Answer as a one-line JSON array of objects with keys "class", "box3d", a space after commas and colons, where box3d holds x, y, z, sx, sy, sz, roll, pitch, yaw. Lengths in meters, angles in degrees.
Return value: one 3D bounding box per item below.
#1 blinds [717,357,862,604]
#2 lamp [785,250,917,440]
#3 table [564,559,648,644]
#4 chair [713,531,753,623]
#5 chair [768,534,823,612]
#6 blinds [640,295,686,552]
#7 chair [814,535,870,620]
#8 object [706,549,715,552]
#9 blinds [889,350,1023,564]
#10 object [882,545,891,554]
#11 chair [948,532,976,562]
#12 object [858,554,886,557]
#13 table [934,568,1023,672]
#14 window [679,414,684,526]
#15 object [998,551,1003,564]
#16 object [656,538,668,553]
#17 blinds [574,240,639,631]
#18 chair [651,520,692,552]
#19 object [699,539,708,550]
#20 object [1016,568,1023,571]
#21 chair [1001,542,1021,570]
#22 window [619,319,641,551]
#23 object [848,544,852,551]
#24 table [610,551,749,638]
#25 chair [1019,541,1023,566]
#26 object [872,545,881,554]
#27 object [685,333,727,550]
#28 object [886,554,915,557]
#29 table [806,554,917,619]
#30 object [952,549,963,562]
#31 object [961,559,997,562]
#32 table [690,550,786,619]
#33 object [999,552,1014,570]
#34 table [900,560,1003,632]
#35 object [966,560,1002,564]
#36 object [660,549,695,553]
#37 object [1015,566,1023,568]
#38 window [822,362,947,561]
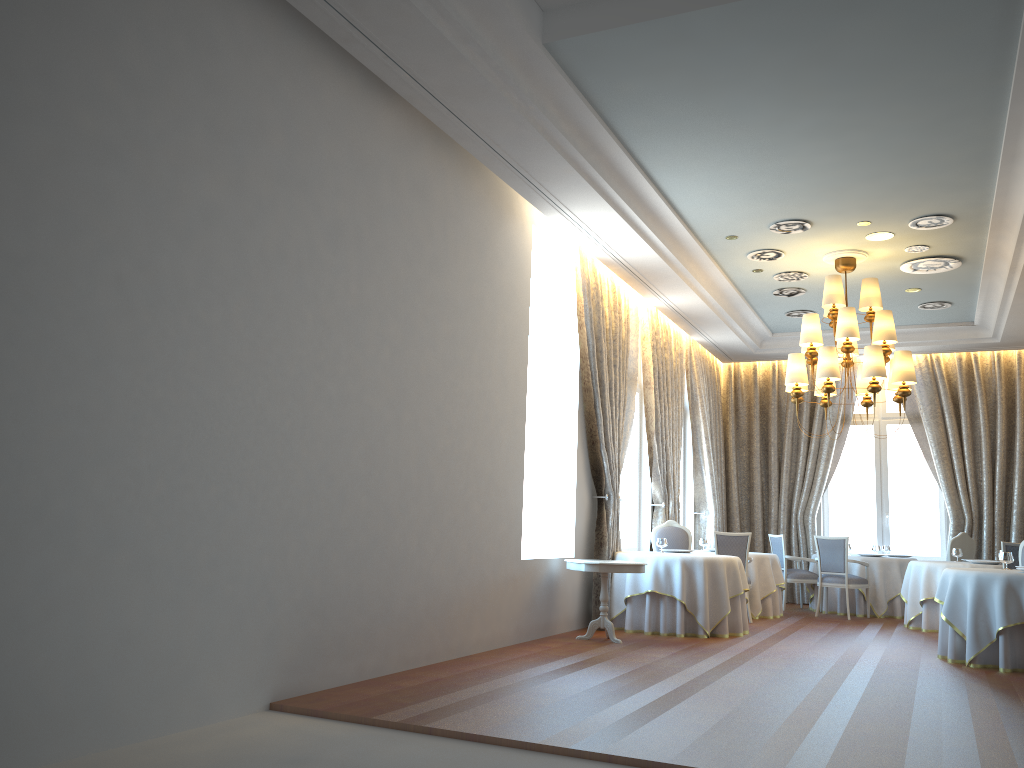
[{"class": "blinds", "box3d": [4.602, 1.252, 14.963, 2.535, 4.901, 0.386, -2, -10, 25]}, {"class": "lamp", "box3d": [3.838, -0.448, 10.150, 1.373, 2.121, 1.373, 7, -10, -27]}, {"class": "table", "box3d": [0.920, 2.167, 8.798, 0.761, 0.801, 0.760, 6, -10, -25]}, {"class": "chair", "box3d": [2.759, 2.456, 11.382, 0.650, 1.108, 0.629, 2, -9, 1]}, {"class": "chair", "box3d": [4.250, 2.829, 13.342, 0.629, 1.108, 0.650, 4, -9, -9]}, {"class": "blinds", "box3d": [2.222, 0.774, 12.553, 0.335, 4.969, 2.257, -2, -10, 25]}, {"class": "chair", "box3d": [4.575, 2.687, 12.386, 0.650, 1.108, 0.629, -6, -12, 40]}, {"class": "object", "box3d": [2.846, 2.263, 12.051, 0.419, 0.036, 0.419, -2, -10, 24]}, {"class": "blinds", "box3d": [7.198, 1.152, 13.731, 2.476, 4.901, 0.386, -2, -10, 25]}, {"class": "object", "box3d": [5.714, 2.544, 13.528, 0.128, 0.165, 0.128, -2, -10, 25]}, {"class": "chair", "box3d": [6.083, 2.697, 12.450, 0.563, 1.233, 0.690, 6, -10, -24]}, {"class": "object", "box3d": [5.238, 2.494, 12.925, 0.419, 0.036, 0.419, -2, -10, 24]}, {"class": "table", "box3d": [4.816, 2.182, 8.177, 1.663, 0.890, 1.667, 0, -9, 14]}, {"class": "window", "box3d": [2.423, 0.936, 13.722, 0.196, 3.306, 1.881, -2, -10, 25]}, {"class": "object", "box3d": [6.048, 2.133, 10.899, 0.128, 0.165, 0.128, -2, -10, 25]}, {"class": "object", "box3d": [1.745, 1.876, 10.313, 0.128, 0.165, 0.128, 1, -9, 8]}, {"class": "blinds", "box3d": [1.151, 0.381, 10.374, 0.315, 4.930, 2.204, -2, -10, 25]}, {"class": "chair", "box3d": [2.009, 2.295, 10.913, 0.563, 1.233, 0.690, 2, -9, 1]}, {"class": "object", "box3d": [2.773, 2.320, 12.828, 0.128, 0.165, 0.128, -2, -10, 25]}, {"class": "object", "box3d": [4.692, 1.651, 7.827, 0.419, 0.036, 0.419, -2, -10, 24]}, {"class": "chair", "box3d": [5.653, 2.359, 10.103, 0.650, 1.108, 0.629, 3, -9, -4]}, {"class": "window", "box3d": [1.429, 0.551, 11.572, 0.259, 3.306, 1.882, -2, -10, 25]}, {"class": "object", "box3d": [4.994, 2.467, 13.216, 0.128, 0.165, 0.128, -2, -10, 25]}, {"class": "table", "box3d": [1.837, 2.375, 10.071, 1.663, 0.890, 1.667, 0, -9, 14]}, {"class": "chair", "box3d": [5.168, 2.113, 9.044, 0.690, 1.233, 0.563, 4, -9, -14]}, {"class": "object", "box3d": [5.425, 2.480, 13.200, 0.128, 0.165, 0.128, -2, -10, 25]}, {"class": "object", "box3d": [3.210, 1.166, 14.467, 0.386, 4.901, 2.121, -2, -10, 25]}, {"class": "object", "box3d": [5.767, 2.558, 13.197, 0.419, 0.036, 0.419, -2, -10, 24]}, {"class": "table", "box3d": [5.302, 3.025, 13.290, 1.667, 0.890, 1.663, -7, -13, 44]}, {"class": "object", "box3d": [5.757, 2.213, 11.462, 0.128, 0.165, 0.128, -2, -10, 25]}, {"class": "object", "box3d": [6.058, 2.295, 11.497, 0.419, 0.036, 0.419, -2, -10, 24]}, {"class": "table", "box3d": [2.969, 2.796, 12.417, 1.667, 0.890, 1.663, -1, -10, 19]}, {"class": "object", "box3d": [4.777, 1.709, 8.566, 0.128, 0.165, 0.128, 8, -11, -34]}, {"class": "table", "box3d": [5.782, 2.685, 11.068, 1.663, 0.890, 1.667, -5, -12, 39]}, {"class": "object", "box3d": [5.743, 2.162, 10.752, 0.419, 0.036, 0.419, -2, -10, 24]}, {"class": "object", "box3d": [1.966, 1.986, 10.538, 0.419, 0.036, 0.419, -2, -10, 24]}, {"class": "object", "box3d": [5.110, 1.788, 8.581, 0.419, 0.036, 0.419, -2, -10, 24]}, {"class": "window", "box3d": [6.118, 1.233, 14.701, 1.881, 3.306, 0.196, -2, -10, 25]}]
